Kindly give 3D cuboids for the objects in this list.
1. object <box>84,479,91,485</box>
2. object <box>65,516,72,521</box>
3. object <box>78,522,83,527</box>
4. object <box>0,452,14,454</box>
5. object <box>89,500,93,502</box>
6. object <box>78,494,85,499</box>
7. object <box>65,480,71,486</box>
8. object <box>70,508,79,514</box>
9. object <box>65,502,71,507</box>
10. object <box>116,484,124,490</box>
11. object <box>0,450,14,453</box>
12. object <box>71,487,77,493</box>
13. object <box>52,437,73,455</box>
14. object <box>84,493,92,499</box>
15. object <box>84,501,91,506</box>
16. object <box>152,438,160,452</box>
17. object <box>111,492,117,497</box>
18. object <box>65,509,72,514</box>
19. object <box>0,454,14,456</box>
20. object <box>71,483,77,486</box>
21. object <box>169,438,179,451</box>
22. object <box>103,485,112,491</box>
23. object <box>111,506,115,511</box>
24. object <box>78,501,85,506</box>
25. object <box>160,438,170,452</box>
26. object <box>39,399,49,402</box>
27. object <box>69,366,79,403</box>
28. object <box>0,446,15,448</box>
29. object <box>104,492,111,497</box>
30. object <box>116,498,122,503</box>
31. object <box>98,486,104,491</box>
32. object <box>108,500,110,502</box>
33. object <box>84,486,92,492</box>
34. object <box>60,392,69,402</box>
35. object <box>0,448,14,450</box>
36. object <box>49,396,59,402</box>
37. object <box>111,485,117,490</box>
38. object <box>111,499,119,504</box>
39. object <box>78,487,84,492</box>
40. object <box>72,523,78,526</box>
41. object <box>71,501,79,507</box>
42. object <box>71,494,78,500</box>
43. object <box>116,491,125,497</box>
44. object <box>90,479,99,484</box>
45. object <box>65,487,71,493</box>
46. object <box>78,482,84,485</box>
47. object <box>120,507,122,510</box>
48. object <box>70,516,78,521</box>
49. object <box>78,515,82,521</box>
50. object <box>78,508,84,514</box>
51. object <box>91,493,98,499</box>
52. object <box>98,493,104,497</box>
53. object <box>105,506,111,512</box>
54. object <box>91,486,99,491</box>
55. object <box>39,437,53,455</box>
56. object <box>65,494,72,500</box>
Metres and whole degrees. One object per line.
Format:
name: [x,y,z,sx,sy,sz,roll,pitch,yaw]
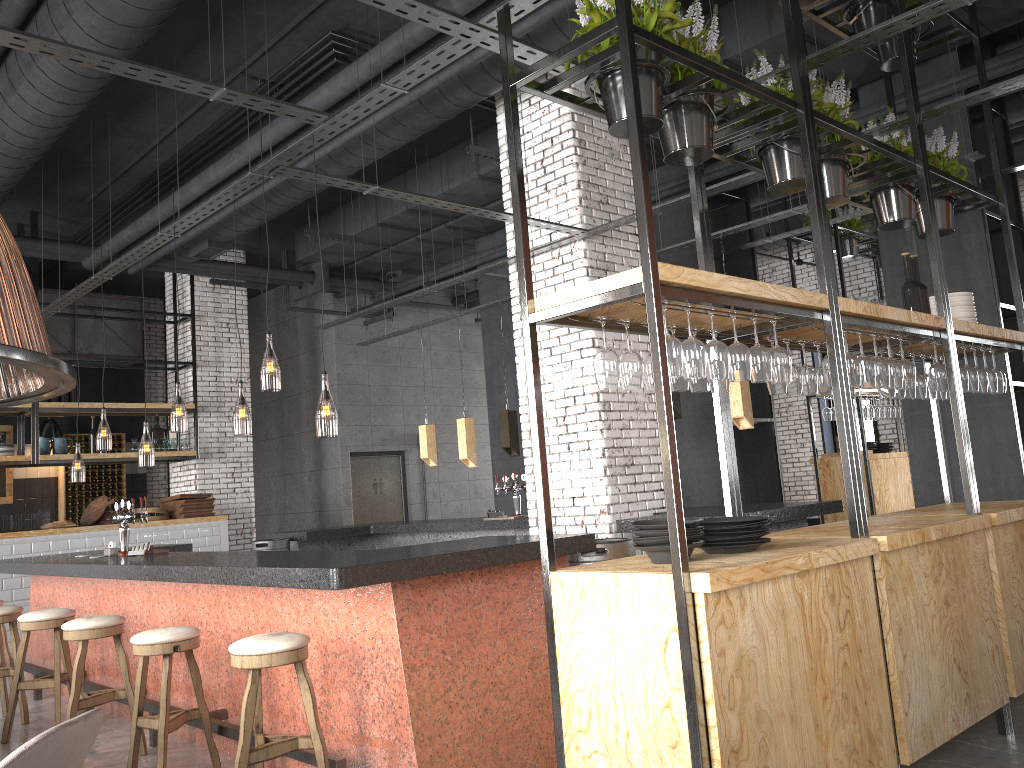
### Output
object: [-6.355,1.464,13.278,0.079,0.079,0.283,2,-10,-43]
object: [-6.521,1.978,13.011,0.079,0.079,0.280,3,-10,-43]
object: [-6.369,2.085,13.119,0.079,0.079,0.280,3,-10,-43]
object: [-5.760,0.794,9.995,0.263,0.038,0.262,-7,-7,20]
object: [-6.261,1.779,13.298,0.079,0.079,0.280,3,-10,-43]
object: [-6.402,1.669,13.178,0.079,0.079,0.283,2,-10,-43]
object: [-6.573,1.460,13.096,0.079,0.079,0.283,2,-10,-43]
object: [-6.444,1.873,13.074,0.079,0.079,0.280,3,-10,-43]
object: [-6.548,1.772,13.051,0.079,0.079,0.280,3,-10,-43]
object: [-6.003,1.580,13.586,0.079,0.079,0.283,2,-10,-43]
object: [-5.762,0.776,9.999,0.265,0.038,0.264,-2,-7,-21]
object: [-6.499,1.566,13.149,0.079,0.079,0.283,2,-10,-43]
object: [-5.299,0.735,10.422,0.198,0.231,0.165,-7,-8,17]
object: [-6.339,1.672,13.249,0.079,0.079,0.283,2,-10,-43]
object: [-6.344,1.779,13.248,0.079,0.079,0.280,3,-10,-43]
object: [-4.439,0.764,11.032,0.118,0.181,0.118,-3,-8,-10]
object: [-6.074,1.684,13.518,0.079,0.079,0.283,2,-10,-43]
object: [-6.523,1.872,13.019,0.079,0.079,0.280,3,-10,-43]
object: [-5.758,0.817,9.993,0.263,0.026,0.262,-3,-7,-8]
object: [-6.493,1.460,13.149,0.079,0.079,0.283,2,-10,-43]
object: [-4.284,0.774,11.220,0.118,0.181,0.118,-9,-9,30]
object: [-6.125,1.572,13.440,0.079,0.079,0.283,2,-10,-43]
object: [-6.057,1.892,13.488,0.079,0.079,0.280,3,-10,-43]
object: [-6.399,1.774,13.169,0.079,0.079,0.280,3,-10,-43]
object: [-4.361,0.769,11.124,0.118,0.181,0.118,-8,-8,23]
object: [-5.437,0.006,10.299,0.098,0.460,0.098,-1,-8,-21]
object: [-5.198,0.014,10.522,0.098,0.460,0.098,-8,-9,24]
object: [-5.765,0.723,10.007,0.265,0.034,0.264,0,-8,-30]
object: [-6.132,1.679,13.442,0.079,0.079,0.283,2,-10,-43]
object: [-5.986,1.788,13.556,0.079,0.079,0.280,3,-10,-43]
object: [-6.220,1.575,13.404,0.079,0.079,0.283,2,-10,-43]
object: [-6.123,1.783,13.427,0.079,0.079,0.280,3,-10,-43]
object: [-6.332,1.565,13.247,0.079,0.079,0.283,2,-10,-43]
object: [-5.277,0.012,10.449,0.098,0.460,0.098,-8,-9,24]
object: [-5.763,0.752,10.002,0.263,0.028,0.262,-2,-7,-16]
object: [-5.359,0.009,10.372,0.098,0.460,0.098,-1,-8,-21]
object: [-6.082,1.580,13.533,0.079,0.079,0.283,2,-10,-43]
object: [-6.039,1.783,13.475,0.079,0.079,0.280,3,-10,-43]
object: [-6.427,1.568,13.210,0.079,0.079,0.283,2,-10,-43]
object: [-6.444,2.084,13.061,0.079,0.079,0.280,3,-10,-43]
object: [-6.455,1.769,13.091,0.079,0.079,0.280,3,-10,-43]
object: [-6.477,1.668,13.120,0.079,0.079,0.283,2,-10,-43]
object: [-5.982,1.681,13.557,0.079,0.079,0.283,2,-10,-43]
object: [-6.271,1.463,13.326,0.079,0.079,0.283,2,-10,-43]
object: [-6.554,1.561,13.070,0.079,0.079,0.283,2,-10,-43]
object: [-6.411,1.459,13.200,0.079,0.079,0.283,2,-10,-43]
object: [-5.989,1.894,13.553,0.079,0.079,0.280,3,-10,-43]
object: [-6.465,1.983,13.090,0.079,0.079,0.280,3,-10,-43]
object: [-6.383,1.982,13.140,0.079,0.079,0.280,3,-10,-43]
object: [-6.402,1.880,13.166,0.079,0.079,0.280,3,-10,-43]
object: [-6.270,1.675,13.314,0.079,0.079,0.283,2,-10,-43]
object: [-6.215,1.680,13.392,0.079,0.079,0.283,2,-10,-43]
object: [-6.129,1.890,13.427,0.079,0.079,0.280,3,-10,-43]
object: [-6.265,1.568,13.314,0.079,0.079,0.283,2,-10,-43]
object: [-5.437,0.732,10.310,0.198,0.231,0.165,1,-9,-37]
object: [-6.530,1.662,13.039,0.079,0.079,0.283,2,-10,-43]
